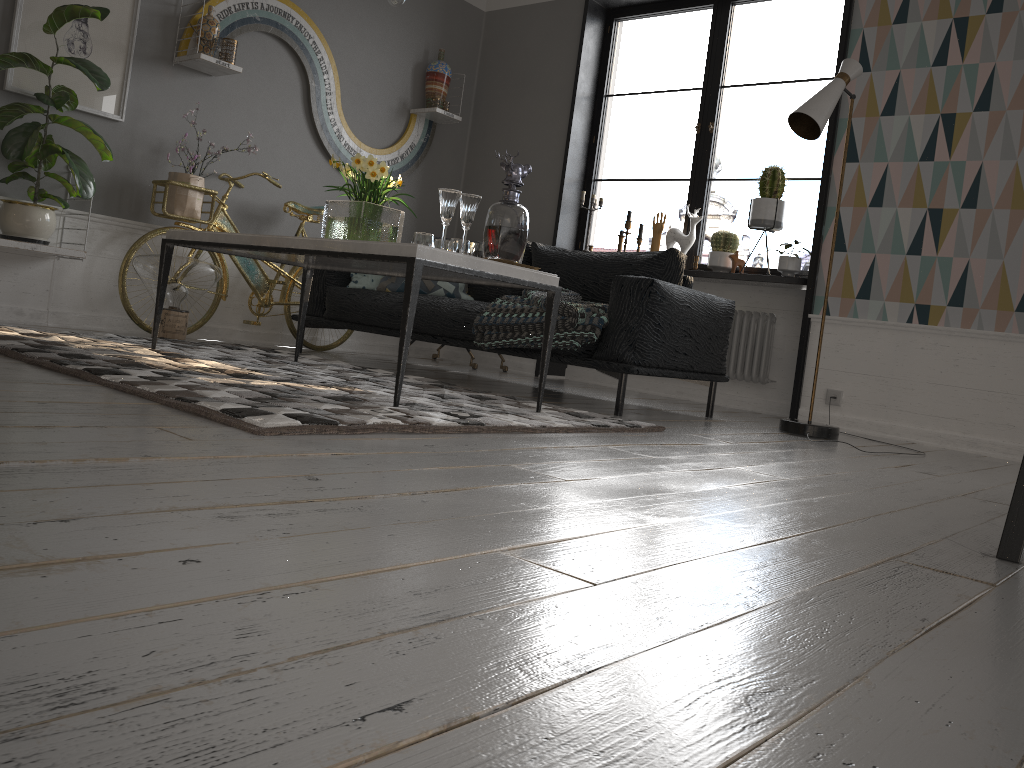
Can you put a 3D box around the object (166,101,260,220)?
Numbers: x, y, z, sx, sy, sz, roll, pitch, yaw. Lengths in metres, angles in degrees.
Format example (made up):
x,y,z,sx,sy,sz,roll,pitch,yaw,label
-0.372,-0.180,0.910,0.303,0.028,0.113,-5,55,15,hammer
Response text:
x,y,z,sx,sy,sz,roll,pitch,yaw,label
-1.616,-1.188,4.802,0.486,0.641,0.254,7,1,-33,object

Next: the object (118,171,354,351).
x,y,z,sx,sy,sz,roll,pitch,yaw,label
-1.444,-0.702,5.123,0.428,0.969,1.621,8,2,31,object

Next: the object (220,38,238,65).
x,y,z,sx,sy,sz,roll,pitch,yaw,label
-1.547,-1.806,4.828,0.086,0.140,0.085,8,1,32,object

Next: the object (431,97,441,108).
x,y,z,sx,sy,sz,roll,pitch,yaw,label
-0.522,-1.915,6.054,0.060,0.079,0.060,8,1,28,object

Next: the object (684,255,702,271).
x,y,z,sx,sy,sz,roll,pitch,yaw,label
1.124,-0.735,5.411,0.122,0.099,0.123,7,2,-28,object

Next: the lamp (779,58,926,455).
x,y,z,sx,sy,sz,roll,pitch,yaw,label
1.682,-0.587,4.070,0.683,1.702,1.241,8,1,38,lamp

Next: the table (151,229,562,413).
x,y,z,sx,sy,sz,roll,pitch,yaw,label
-0.636,-0.250,3.340,1.463,0.511,0.729,10,3,39,table

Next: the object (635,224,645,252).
x,y,z,sx,sy,sz,roll,pitch,yaw,label
0.824,-0.898,5.741,0.075,0.301,0.076,8,0,-20,object

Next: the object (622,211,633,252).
x,y,z,sx,sy,sz,roll,pitch,yaw,label
0.743,-0.947,5.748,0.123,0.375,0.122,8,0,44,object

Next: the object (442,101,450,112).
x,y,z,sx,sy,sz,roll,pitch,yaw,label
-0.454,-1.908,6.085,0.050,0.058,0.050,8,1,29,object

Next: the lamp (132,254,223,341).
x,y,z,sx,sy,sz,roll,pitch,yaw,label
-1.721,-0.436,4.503,0.431,0.437,0.434,7,2,-20,lamp

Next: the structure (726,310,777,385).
x,y,z,sx,sy,sz,roll,pitch,yaw,label
1.090,-0.286,5.578,1.229,0.428,0.148,10,1,37,structure

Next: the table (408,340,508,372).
x,y,z,sx,sy,sz,roll,pitch,yaw,label
-0.362,-0.472,6.134,0.746,0.679,0.338,9,1,39,table

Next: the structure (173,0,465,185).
x,y,z,sx,sy,sz,roll,pitch,yaw,label
-1.090,-1.808,5.482,0.268,0.955,2.015,8,2,39,structure

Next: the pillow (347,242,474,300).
x,y,z,sx,sy,sz,roll,pitch,yaw,label
-0.561,-0.660,5.006,0.801,0.362,0.442,9,2,22,pillow

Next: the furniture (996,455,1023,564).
x,y,z,sx,sy,sz,roll,pitch,yaw,label
1.611,0.155,2.099,0.468,0.455,1.663,9,3,39,furniture

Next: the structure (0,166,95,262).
x,y,z,sx,sy,sz,roll,pitch,yaw,label
-2.997,-0.895,3.294,0.309,0.486,2.766,8,3,39,structure

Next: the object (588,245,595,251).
x,y,z,sx,sy,sz,roll,pitch,yaw,label
0.529,-0.879,6.016,0.085,0.151,0.084,8,1,43,object

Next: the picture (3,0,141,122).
x,y,z,sx,sy,sz,roll,pitch,yaw,label
-2.722,-1.743,0.523,4.059,1.794,7.267,10,4,39,picture

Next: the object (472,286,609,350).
x,y,z,sx,sy,sz,roll,pitch,yaw,label
0.199,-0.293,4.039,0.670,0.329,0.488,10,3,34,object

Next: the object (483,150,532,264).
x,y,z,sx,sy,sz,roll,pitch,yaw,label
-0.007,-0.624,3.163,0.155,0.417,0.149,8,0,-31,object

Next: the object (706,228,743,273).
x,y,z,sx,sy,sz,roll,pitch,yaw,label
1.283,-0.804,5.362,0.235,0.283,0.213,8,1,13,object

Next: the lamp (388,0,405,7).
x,y,z,sx,sy,sz,roll,pitch,yaw,label
-0.446,-2.189,2.759,0.074,1.536,1.395,8,1,8,lamp

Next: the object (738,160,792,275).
x,y,z,sx,sy,sz,roll,pitch,yaw,label
1.469,-0.958,5.095,0.236,0.670,0.228,8,0,10,object

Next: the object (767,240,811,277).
x,y,z,sx,sy,sz,roll,pitch,yaw,label
1.553,-0.704,4.964,0.171,0.203,0.245,9,2,42,object

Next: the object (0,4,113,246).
x,y,z,sx,sy,sz,roll,pitch,yaw,label
-2.165,-1.226,4.153,0.566,1.150,0.416,8,0,-11,object

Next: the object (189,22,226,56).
x,y,z,sx,sy,sz,roll,pitch,yaw,label
-1.627,-1.820,4.706,0.196,0.166,0.060,7,0,-17,object

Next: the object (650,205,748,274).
x,y,z,sx,sy,sz,roll,pitch,yaw,label
1.141,-0.885,5.426,0.666,0.410,0.134,10,1,40,object

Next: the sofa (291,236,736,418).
x,y,z,sx,sy,sz,roll,pitch,yaw,label
-0.077,-0.392,4.650,2.352,0.797,0.966,10,3,39,sofa

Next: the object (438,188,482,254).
x,y,z,sx,sy,sz,roll,pitch,yaw,label
-0.192,-0.543,3.034,0.167,0.227,0.082,7,1,-39,object

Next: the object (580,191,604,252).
x,y,z,sx,sy,sz,roll,pitch,yaw,label
0.502,-1.049,5.954,0.144,0.490,0.162,8,0,-15,object

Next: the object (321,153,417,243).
x,y,z,sx,sy,sz,roll,pitch,yaw,label
-0.558,-0.676,3.358,0.353,0.351,0.323,9,2,41,object

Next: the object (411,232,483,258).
x,y,z,sx,sy,sz,roll,pitch,yaw,label
-0.214,-0.484,3.222,0.247,0.087,0.279,9,3,17,object

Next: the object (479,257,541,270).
x,y,z,sx,sy,sz,roll,pitch,yaw,label
-0.090,-0.435,3.193,0.320,0.015,0.246,11,5,39,object

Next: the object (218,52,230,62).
x,y,z,sx,sy,sz,roll,pitch,yaw,label
-1.595,-1.789,4.897,0.062,0.081,0.062,8,1,15,object

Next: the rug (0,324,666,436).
x,y,z,sx,sy,sz,roll,pitch,yaw,label
-0.940,-0.050,3.361,2.539,0.034,1.763,11,5,39,rug
